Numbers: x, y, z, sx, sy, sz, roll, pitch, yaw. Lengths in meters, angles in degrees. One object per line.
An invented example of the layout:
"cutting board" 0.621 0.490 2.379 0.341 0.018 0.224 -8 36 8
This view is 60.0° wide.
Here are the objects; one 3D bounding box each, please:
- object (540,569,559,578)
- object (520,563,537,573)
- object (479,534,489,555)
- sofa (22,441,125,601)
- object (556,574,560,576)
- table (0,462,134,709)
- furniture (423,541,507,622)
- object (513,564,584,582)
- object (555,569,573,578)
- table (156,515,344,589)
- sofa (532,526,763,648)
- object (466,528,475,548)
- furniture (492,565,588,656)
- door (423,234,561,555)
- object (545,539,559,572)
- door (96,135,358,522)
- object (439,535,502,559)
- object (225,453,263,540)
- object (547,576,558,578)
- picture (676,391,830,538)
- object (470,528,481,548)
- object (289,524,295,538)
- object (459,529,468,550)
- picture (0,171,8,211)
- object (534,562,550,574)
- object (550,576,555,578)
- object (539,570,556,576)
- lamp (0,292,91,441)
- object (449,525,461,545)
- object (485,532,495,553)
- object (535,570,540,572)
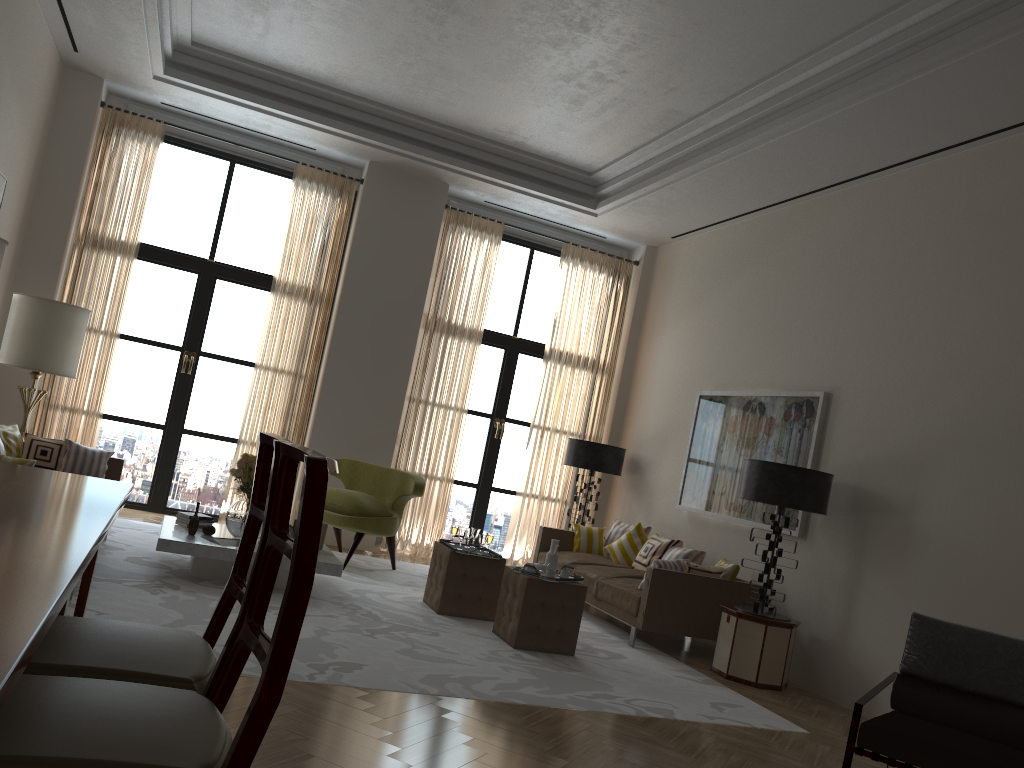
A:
"object" 0.335 1.659 7.747 0.176 0.067 0.176 13 -5 -18
"object" 0.163 1.618 7.818 0.176 0.067 0.175 16 -6 -44
"object" -0.290 1.540 8.482 0.098 0.191 0.098 13 -4 -20
"sofa" -4.055 0.996 7.247 1.354 0.818 2.979 13 -5 -19
"object" 0.430 1.725 8.013 0.041 0.015 0.188 10 -5 22
"table" -2.438 0.857 2.934 1.804 1.025 3.800 13 -5 -19
"furniture" -0.474 1.938 8.730 0.615 0.615 0.613 13 -4 -19
"object" 0.338 1.668 7.920 0.440 0.101 0.723 8 -6 34
"object" 0.474 1.707 7.960 0.176 0.067 0.176 13 -5 -21
"table" -2.529 1.637 8.403 1.587 0.342 1.500 13 -5 -19
"sofa" 1.386 2.341 10.199 1.354 0.818 2.979 13 -5 -19
"object" -0.432 1.546 8.888 0.098 0.191 0.098 13 -4 -20
"furniture" 0.240 2.012 7.894 0.615 0.615 0.613 13 -4 -19
"door" -0.128 0.250 12.917 3.092 4.760 0.239 13 -3 -20
"object" 0.369 1.578 8.113 0.113 0.305 0.126 10 -4 17
"door" -4.078 -0.668 11.476 3.264 4.760 0.239 13 -3 -20
"object" -0.410 1.598 8.743 0.492 0.091 0.802 13 -5 -19
"object" -2.416 1.076 8.371 0.541 0.820 0.626 13 -4 -24
"object" 0.333 1.675 7.680 0.187 0.015 0.041 14 -5 -33
"picture" 2.610 0.812 9.917 0.080 1.478 2.266 13 -4 -21
"object" -0.384 1.566 9.021 0.098 0.191 0.098 10 -4 28
"object" -2.150 1.434 8.418 0.082 0.208 0.205 9 -4 32
"object" -0.489 1.508 8.575 0.098 0.191 0.098 11 -3 6
"picture" -4.690 -1.071 7.250 0.045 1.995 3.061 12 -4 -19
"object" 0.256 1.645 7.979 0.176 0.105 0.136 13 -5 -23
"object" 0.349 1.674 7.648 0.053 0.025 0.049 13 -5 -18
"object" 0.315 1.673 7.845 0.187 0.026 0.041 12 -4 -12
"lamp" -5.172 0.219 9.491 0.766 2.251 0.770 9 -4 34
"object" -0.584 1.517 8.910 0.098 0.191 0.098 14 -4 -37
"object" -0.231 1.579 8.803 0.098 0.191 0.098 11 -3 6
"object" 0.211 1.644 7.778 0.052 0.027 0.080 9 -5 28
